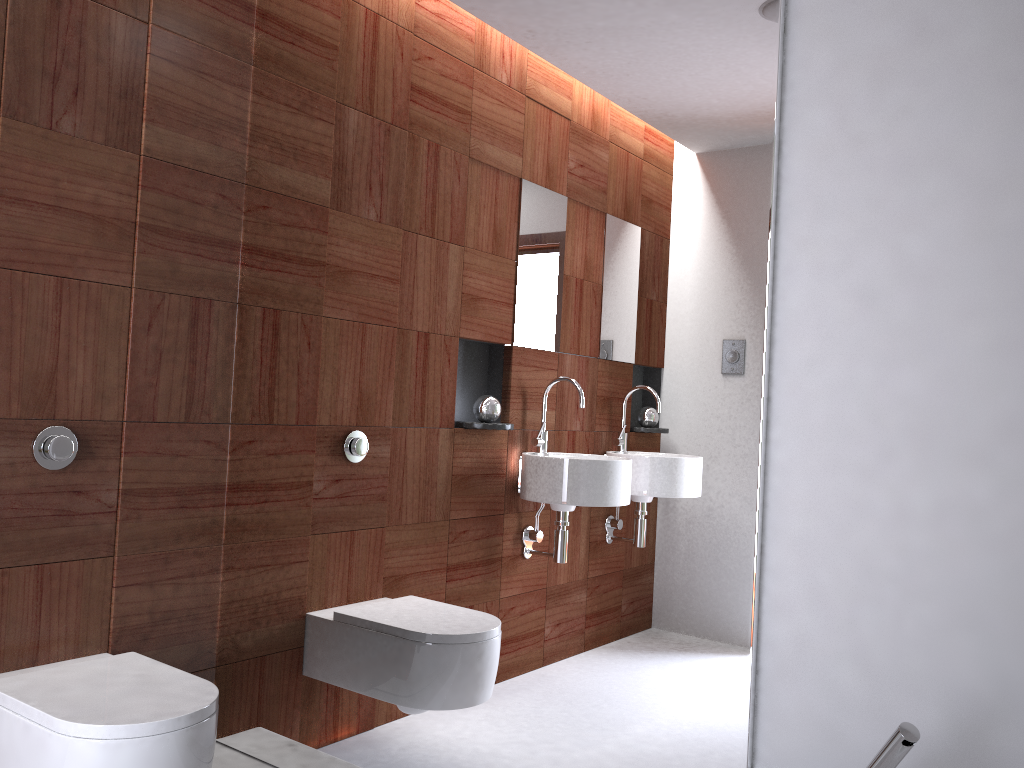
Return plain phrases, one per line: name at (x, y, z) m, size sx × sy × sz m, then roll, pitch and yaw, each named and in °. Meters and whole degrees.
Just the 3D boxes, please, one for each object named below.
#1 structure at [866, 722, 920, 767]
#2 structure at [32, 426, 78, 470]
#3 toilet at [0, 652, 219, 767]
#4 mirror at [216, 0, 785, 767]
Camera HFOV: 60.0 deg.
structure at (0.489, 0.558, 1.224) m, size 0.112 × 0.257 × 0.239 m, roll 4°, pitch -2°, yaw -22°
structure at (-1.003, 0.142, 1.958) m, size 0.034 × 0.098 × 0.098 m, roll 2°, pitch -2°, yaw 36°
toilet at (-0.834, 0.744, 1.783) m, size 0.547 × 0.284 × 0.329 m, roll 2°, pitch -2°, yaw 36°
mirror at (-0.141, -0.147, 1.921) m, size 1.433 × 2.183 × 0.019 m, roll 2°, pitch -2°, yaw 36°
